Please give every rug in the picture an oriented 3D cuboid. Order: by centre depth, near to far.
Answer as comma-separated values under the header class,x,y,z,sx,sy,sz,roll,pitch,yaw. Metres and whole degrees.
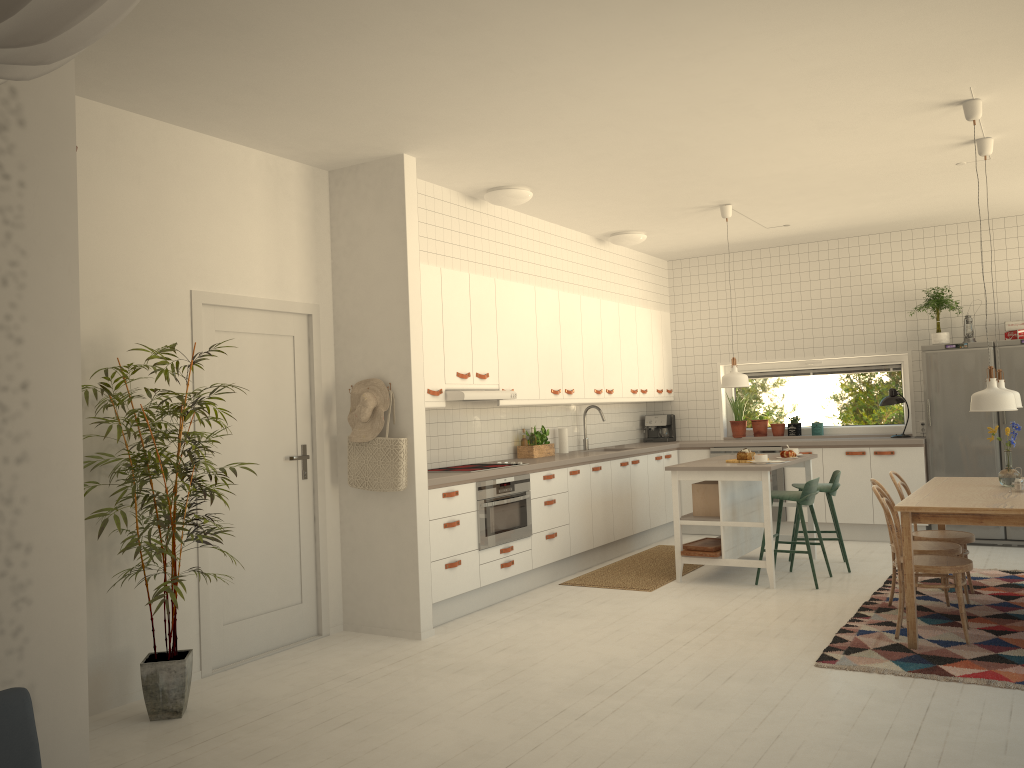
class,x,y,z,sx,sy,sz,roll,pitch,yaw
rug,3.010,1.352,5.218,1.748,0.035,3.025,-3,-2,31
rug,1.193,1.503,7.361,0.750,0.004,2.000,-3,-2,31

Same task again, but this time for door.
class,x,y,z,sx,sy,sz,roll,pitch,yaw
door,-1.458,0.524,5.091,0.166,2.034,0.955,-4,-2,31

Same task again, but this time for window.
class,x,y,z,sx,sy,sz,roll,pitch,yaw
window,3.072,0.140,9.015,1.897,0.816,0.293,-3,-2,31

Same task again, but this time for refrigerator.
class,x,y,z,sx,sy,sz,roll,pitch,yaw
refrigerator,4.296,0.519,7.782,1.145,1.778,0.559,-4,-2,31

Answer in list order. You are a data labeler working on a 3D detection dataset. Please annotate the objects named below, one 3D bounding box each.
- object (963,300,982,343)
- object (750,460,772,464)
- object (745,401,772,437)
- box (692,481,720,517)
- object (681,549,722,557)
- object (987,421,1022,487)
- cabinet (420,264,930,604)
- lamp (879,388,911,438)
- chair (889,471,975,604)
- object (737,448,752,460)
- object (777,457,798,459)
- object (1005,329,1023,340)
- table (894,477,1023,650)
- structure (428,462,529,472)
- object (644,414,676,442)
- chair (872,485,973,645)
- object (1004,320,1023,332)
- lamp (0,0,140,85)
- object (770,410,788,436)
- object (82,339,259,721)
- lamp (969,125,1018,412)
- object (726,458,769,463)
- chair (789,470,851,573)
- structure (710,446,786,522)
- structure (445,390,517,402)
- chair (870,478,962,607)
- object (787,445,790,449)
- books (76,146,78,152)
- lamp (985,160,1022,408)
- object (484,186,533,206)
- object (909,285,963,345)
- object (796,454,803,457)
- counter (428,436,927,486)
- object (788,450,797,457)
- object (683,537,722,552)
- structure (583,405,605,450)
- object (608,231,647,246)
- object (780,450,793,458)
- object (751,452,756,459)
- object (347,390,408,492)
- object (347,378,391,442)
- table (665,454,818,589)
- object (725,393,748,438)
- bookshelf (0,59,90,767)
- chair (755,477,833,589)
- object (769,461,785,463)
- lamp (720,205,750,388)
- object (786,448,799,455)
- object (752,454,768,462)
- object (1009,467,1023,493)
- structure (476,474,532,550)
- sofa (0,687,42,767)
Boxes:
class,x,y,z,sx,sy,sz,roll,pitch,yaw
object,4.057,-0.551,7.840,0.154,0.383,0.163,-1,-3,-36
object,1.838,0.578,6.536,0.160,0.020,0.160,-2,-2,-3
object,2.584,0.365,9.245,0.258,0.370,0.234,-4,-3,43
box,1.557,0.872,6.790,0.237,0.242,0.357,-4,-2,32
object,1.480,1.248,6.674,0.280,0.030,0.430,-3,-2,31
object,2.959,0.416,5.285,0.145,0.389,0.206,-2,-2,-7
cabinet,1.438,0.234,7.012,2.852,2.160,4.844,-3,-2,31
lamp,3.590,0.272,8.335,0.262,0.466,0.239,-1,-2,-30
chair,2.735,0.970,5.759,0.483,0.811,0.385,-4,-3,34
object,1.771,0.537,6.773,0.086,0.087,0.090,-4,-3,39
object,2.189,0.587,7.053,0.167,0.005,0.167,-3,-2,27
object,4.484,-0.424,7.672,0.309,0.082,0.312,-3,-2,11
table,2.827,0.984,5.074,0.894,0.749,1.797,-3,-2,31
structure,-0.287,0.607,6.316,0.504,0.057,0.763,-3,-2,31
object,1.563,0.479,9.558,0.316,0.292,0.279,-4,-2,32
chair,2.256,0.962,4.865,0.483,0.811,0.385,-3,-2,29
object,4.480,-0.507,7.679,0.312,0.082,0.308,-4,-2,44
lamp,-0.597,-0.915,0.813,0.536,1.229,0.536,-1,-2,-25
object,2.746,0.404,9.118,0.194,0.277,0.176,-2,-2,-2
object,-1.671,0.644,3.513,0.778,1.712,2.088,-3,-2,12
lamp,2.534,-0.653,4.758,0.229,1.596,0.229,-1,-2,-24
object,1.812,0.589,6.826,0.306,0.019,0.237,-1,-2,-42
chair,2.400,1.066,7.001,0.446,0.752,0.485,-3,-2,16
structure,2.458,0.975,8.909,0.705,0.710,0.704,-4,-2,31
structure,-0.341,0.085,6.370,0.482,0.073,0.681,-3,-2,31
chair,2.440,0.969,5.341,0.483,0.811,0.385,-3,-2,14
object,2.270,0.539,7.232,0.028,0.086,0.102,-2,-2,-18
books,-1.494,-0.647,2.378,0.664,0.110,0.278,-3,-2,31
lamp,2.983,-0.648,5.490,0.229,1.596,0.229,-2,-2,-13
object,-0.026,-1.332,6.347,0.351,0.101,0.351,-2,-2,-16
object,3.839,-0.620,7.968,0.468,0.545,0.474,0,-3,-45
object,2.280,0.581,7.207,0.160,0.020,0.160,-3,-2,28
counter,1.456,0.631,6.996,2.856,0.163,4.844,-3,-2,31
object,2.226,0.556,7.058,0.060,0.059,0.074,-2,-2,1
object,1.504,1.220,6.748,0.280,0.030,0.430,-4,-2,40
structure,0.766,0.408,8.303,0.236,0.421,0.063,-4,-3,39
object,1.058,-1.321,8.116,0.351,0.101,0.351,-2,-2,-16
object,2.172,0.558,7.053,0.070,0.060,0.131,-2,-2,-20
object,1.833,0.550,6.829,0.083,0.057,0.072,-4,-2,38
object,-0.819,0.345,5.375,0.439,0.613,0.093,-4,-2,31
object,-0.886,0.159,5.375,0.335,0.385,0.136,-4,-2,31
table,1.870,1.034,7.020,0.794,0.864,1.424,-4,-2,31
object,2.396,0.314,9.343,0.300,0.499,0.333,-3,-2,15
bookshelf,-1.470,0.005,2.351,0.710,2.901,0.249,-4,-3,31
chair,2.048,1.065,6.493,0.446,0.752,0.485,-4,-2,31
object,1.964,0.584,6.651,0.167,0.005,0.167,-3,-2,27
lamp,1.740,-0.716,7.061,0.229,1.491,0.229,-4,-3,32
object,2.280,0.555,7.210,0.094,0.060,0.098,-3,-2,28
object,1.834,0.550,6.537,0.098,0.064,0.094,-2,-2,-10
object,2.857,0.537,5.000,0.095,0.138,0.155,-4,-2,32
structure,-0.314,0.893,6.338,0.704,0.447,0.682,-3,-2,31
sofa,-1.132,1.019,1.141,0.964,0.773,1.603,-3,-2,31
